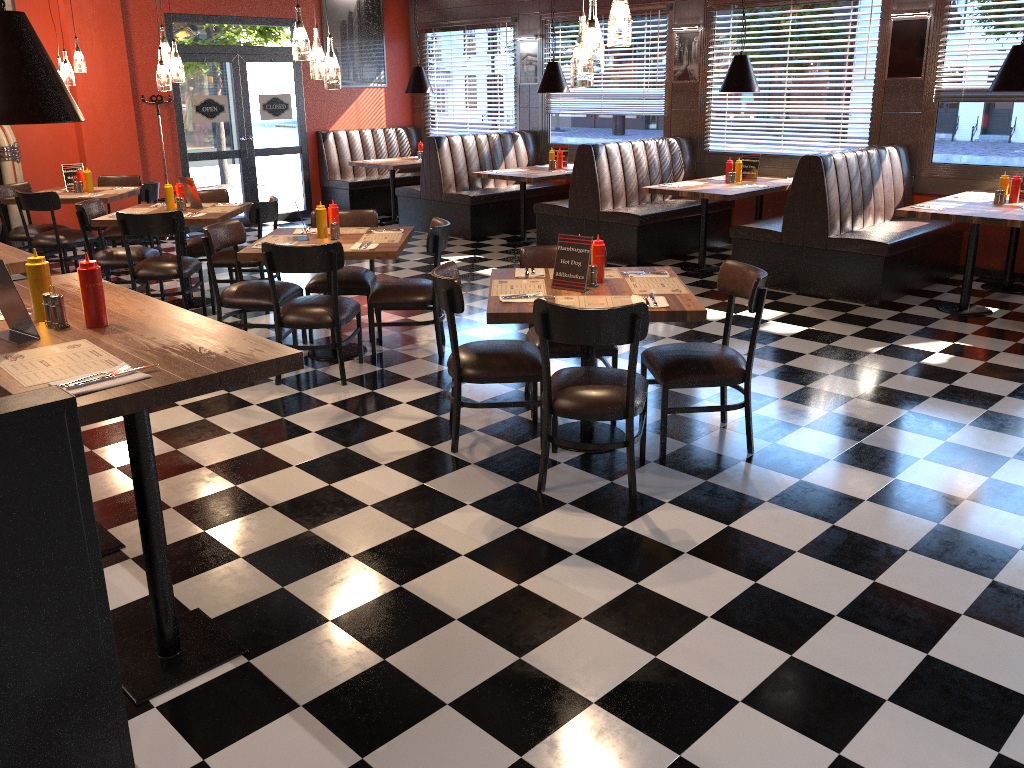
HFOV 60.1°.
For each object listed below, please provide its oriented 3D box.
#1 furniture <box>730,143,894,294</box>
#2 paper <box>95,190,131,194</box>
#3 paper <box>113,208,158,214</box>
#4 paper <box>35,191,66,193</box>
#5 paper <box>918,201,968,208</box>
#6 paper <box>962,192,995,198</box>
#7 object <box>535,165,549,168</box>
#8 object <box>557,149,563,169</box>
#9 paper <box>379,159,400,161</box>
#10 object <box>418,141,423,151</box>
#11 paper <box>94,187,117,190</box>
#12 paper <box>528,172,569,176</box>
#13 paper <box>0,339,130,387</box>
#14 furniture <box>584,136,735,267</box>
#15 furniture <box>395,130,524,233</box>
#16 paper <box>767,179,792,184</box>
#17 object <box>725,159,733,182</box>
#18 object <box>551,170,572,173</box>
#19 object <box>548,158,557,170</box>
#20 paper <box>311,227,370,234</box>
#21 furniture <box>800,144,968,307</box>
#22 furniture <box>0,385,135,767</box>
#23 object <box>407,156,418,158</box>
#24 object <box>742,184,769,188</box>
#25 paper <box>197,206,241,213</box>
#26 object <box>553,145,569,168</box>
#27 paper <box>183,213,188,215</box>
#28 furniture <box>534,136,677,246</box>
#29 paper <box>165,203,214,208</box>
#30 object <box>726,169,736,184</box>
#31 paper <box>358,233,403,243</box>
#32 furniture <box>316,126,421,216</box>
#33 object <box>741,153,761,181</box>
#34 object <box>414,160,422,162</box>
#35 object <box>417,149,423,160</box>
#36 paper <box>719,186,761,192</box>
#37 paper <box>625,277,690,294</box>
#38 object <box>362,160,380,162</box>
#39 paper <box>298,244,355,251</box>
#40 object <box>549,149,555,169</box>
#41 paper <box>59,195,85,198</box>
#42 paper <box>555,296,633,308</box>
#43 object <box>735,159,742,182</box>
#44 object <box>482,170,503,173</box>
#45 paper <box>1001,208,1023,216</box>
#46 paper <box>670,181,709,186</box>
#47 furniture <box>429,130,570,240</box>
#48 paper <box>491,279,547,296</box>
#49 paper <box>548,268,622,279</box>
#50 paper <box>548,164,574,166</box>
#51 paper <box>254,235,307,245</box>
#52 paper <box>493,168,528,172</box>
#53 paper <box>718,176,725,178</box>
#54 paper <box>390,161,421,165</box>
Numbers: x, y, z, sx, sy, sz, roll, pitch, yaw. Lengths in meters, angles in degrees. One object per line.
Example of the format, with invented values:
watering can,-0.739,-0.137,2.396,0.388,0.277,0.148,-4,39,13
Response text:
furniture,2.762,-1.582,8.100,0.710,1.140,1.720,16,24,43
paper,-3.846,-1.852,8.545,0.261,0.001,0.370,-1,19,-1
paper,-3.053,-1.407,7.198,0.261,0.001,0.370,-1,19,-1
paper,-4.487,-1.842,8.540,0.261,0.001,0.370,0,19,2
paper,3.382,-1.413,6.970,0.367,0.001,0.263,-17,25,-40
paper,3.976,-1.603,7.507,0.262,0.001,0.368,16,25,41
object,0.408,-2.596,10.552,0.256,0.019,0.158,17,25,42
object,0.556,-2.622,10.286,0.068,0.235,0.068,8,19,27
paper,-1.703,-2.987,11.815,0.368,0.001,0.262,-18,25,-42
object,-1.230,-3.158,11.937,0.068,0.235,0.068,3,17,14
paper,-4.162,-1.960,8.874,0.365,0.001,0.264,-1,19,0
paper,0.401,-2.302,9.710,0.367,0.001,0.263,-17,25,-40
paper,-1.264,-0.063,2.465,0.262,0.001,0.368,-17,25,-39
furniture,1.574,-1.955,9.247,0.710,1.140,1.720,16,24,43
furniture,-0.611,-2.641,11.358,0.710,1.140,1.720,16,24,43
paper,2.681,-1.983,8.680,0.367,0.001,0.263,-18,25,-40
object,2.126,-2.094,8.666,0.068,0.235,0.068,-7,18,-20
object,0.546,-2.372,9.887,0.256,0.019,0.158,15,24,39
object,0.466,-2.538,10.199,0.094,0.134,0.047,4,17,15
paper,-1.174,-1.053,6.083,0.365,0.001,0.264,-1,19,-1
furniture,3.260,-1.425,7.618,0.710,1.140,1.720,16,24,43
furniture,-4.371,-0.304,4.604,1.111,1.135,8.811,-17,25,-42
object,-1.309,-3.116,12.156,0.256,0.019,0.158,15,24,38
object,2.263,-1.861,8.312,0.256,0.019,0.158,17,25,41
paper,-2.384,-1.420,7.211,0.261,0.001,0.370,-1,19,-1
object,0.570,-2.688,10.449,0.188,0.254,0.073,4,17,15
paper,-2.701,-1.306,6.888,0.365,0.001,0.264,0,19,2
furniture,1.075,-2.111,9.729,0.710,1.140,1.720,16,24,43
paper,-2.714,-1.514,7.503,0.365,0.001,0.264,-1,19,-1
object,2.129,-2.016,8.593,0.094,0.134,0.047,-7,18,-19
paper,-0.852,-0.948,5.758,0.261,0.001,0.370,-1,19,-2
furniture,-1.799,-3.014,12.505,0.710,1.140,1.720,16,24,43
object,2.370,-2.166,8.840,0.189,0.254,0.073,11,20,34
object,-1.164,-2.893,11.492,0.256,0.019,0.158,16,25,41
object,-1.224,-3.068,11.832,0.047,0.134,0.094,15,23,43
paper,2.094,-1.791,8.136,0.262,0.001,0.368,16,25,40
paper,0.702,-0.480,4.316,0.261,0.001,0.370,-1,19,0
object,-1.842,-2.943,11.664,0.158,0.019,0.256,-18,25,-41
paper,-1.152,-0.836,5.440,0.365,0.001,0.264,-1,19,-1
object,0.462,-2.619,10.280,0.068,0.235,0.068,8,19,27
paper,-4.152,-1.742,8.232,0.365,0.001,0.264,-1,19,0
paper,0.379,-0.368,3.998,0.365,0.001,0.264,0,19,3
object,2.218,-2.100,8.679,0.068,0.235,0.068,-7,18,-20
object,-0.203,-2.393,9.977,0.158,0.019,0.257,-15,23,-36
paper,3.790,-1.255,6.487,0.367,0.001,0.263,-17,25,-40
paper,1.726,-1.956,8.638,0.368,0.001,0.262,-18,25,-41
furniture,-0.113,-2.485,10.877,0.710,1.140,1.720,16,24,43
paper,0.032,-0.471,4.315,0.261,0.001,0.370,-1,19,0
paper,0.377,-0.576,4.613,0.365,0.001,0.264,-1,19,0
paper,0.578,-2.650,10.732,0.262,0.001,0.368,16,25,40
paper,-1.493,-0.934,5.742,0.261,0.001,0.370,0,19,1
paper,-0.011,-2.459,10.190,0.367,0.001,0.263,-17,25,-40
paper,2.267,-2.139,9.159,0.367,0.001,0.263,-18,25,-41
paper,-1.332,-2.823,11.315,0.262,0.001,0.368,16,25,40
